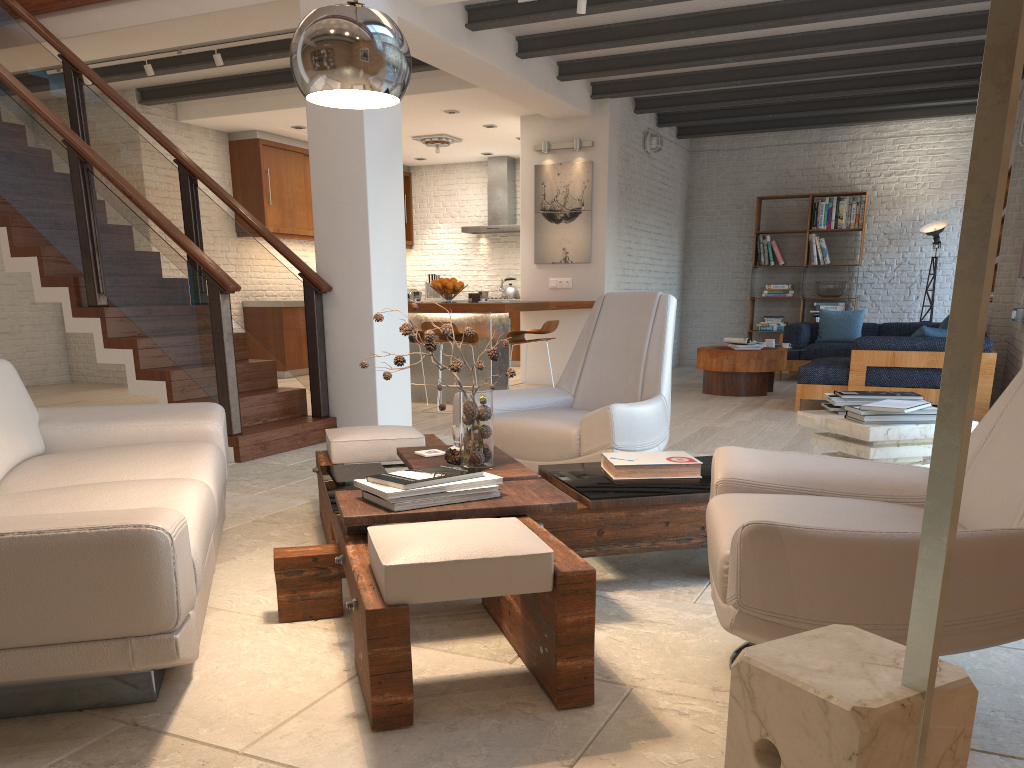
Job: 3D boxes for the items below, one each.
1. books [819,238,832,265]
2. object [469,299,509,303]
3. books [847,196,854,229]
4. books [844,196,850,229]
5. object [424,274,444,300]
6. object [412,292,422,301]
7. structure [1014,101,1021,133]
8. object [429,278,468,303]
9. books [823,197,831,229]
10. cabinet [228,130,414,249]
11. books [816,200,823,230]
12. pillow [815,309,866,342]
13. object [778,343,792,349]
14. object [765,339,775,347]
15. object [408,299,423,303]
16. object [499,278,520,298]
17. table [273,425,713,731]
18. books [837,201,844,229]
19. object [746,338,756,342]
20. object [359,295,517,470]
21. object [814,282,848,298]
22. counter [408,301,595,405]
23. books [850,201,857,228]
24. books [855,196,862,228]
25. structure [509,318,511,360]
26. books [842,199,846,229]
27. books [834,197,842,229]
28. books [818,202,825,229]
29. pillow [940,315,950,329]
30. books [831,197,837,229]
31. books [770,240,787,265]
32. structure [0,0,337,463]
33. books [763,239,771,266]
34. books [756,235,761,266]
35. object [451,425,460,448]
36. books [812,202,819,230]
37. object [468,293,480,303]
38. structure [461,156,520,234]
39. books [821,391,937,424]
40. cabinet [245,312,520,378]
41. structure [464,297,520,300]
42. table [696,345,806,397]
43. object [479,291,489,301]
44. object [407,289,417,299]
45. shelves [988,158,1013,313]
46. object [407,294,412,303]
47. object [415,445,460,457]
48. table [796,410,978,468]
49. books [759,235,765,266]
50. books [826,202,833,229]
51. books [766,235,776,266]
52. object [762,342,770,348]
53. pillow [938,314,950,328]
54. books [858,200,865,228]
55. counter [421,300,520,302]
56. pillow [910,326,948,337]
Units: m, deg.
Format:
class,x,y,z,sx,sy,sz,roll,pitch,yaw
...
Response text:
class,x,y,z,sx,sy,sz,roll,pitch,yaw
books,4.021,-1.696,11.180,0.157,0.342,0.246,6,14,25
object,-0.236,-0.751,7.850,0.392,0.036,0.193,3,7,28
books,4.255,-2.145,10.955,0.036,0.398,0.236,7,15,25
books,4.227,-2.148,10.981,0.036,0.398,0.236,7,15,25
object,-1.180,-1.462,13.125,0.319,0.390,0.064,5,16,24
object,-0.879,-0.810,8.080,0.091,0.088,0.088,4,11,22
structure,4.730,-2.517,8.376,0.199,0.227,0.791,5,8,25
object,-0.582,-0.865,8.030,0.365,0.230,0.351,-2,9,-9
books,3.997,-2.155,11.066,0.036,0.398,0.236,7,15,25
cabinet,-2.399,-2.487,11.682,0.458,1.205,3.247,7,9,25
books,3.925,-2.146,11.116,0.020,0.373,0.263,7,14,25
pillow,3.971,-0.700,10.538,0.552,0.425,0.216,4,14,23
object,2.948,-0.409,9.421,0.154,0.059,0.262,2,7,18
object,2.750,-0.423,9.305,0.106,0.112,0.106,9,14,40
object,-0.932,-0.780,8.153,0.285,0.036,0.199,3,7,25
object,-0.020,-1.356,12.273,0.258,0.286,0.257,-11,15,-42
table,0.147,0.476,3.186,1.966,0.445,2.135,-2,6,-14
books,4.154,-2.120,10.992,0.055,0.342,0.246,7,14,25
object,2.763,-0.474,9.883,0.191,0.094,0.183,-7,10,-39
object,-0.263,-0.002,3.075,0.542,0.631,0.304,-1,14,-4
object,4.123,-1.219,11.285,0.398,0.209,0.391,-4,9,-23
counter,-0.291,-0.351,8.781,1.675,0.954,2.425,4,8,25
books,4.294,-2.115,10.938,0.055,0.342,0.246,7,14,25
books,4.340,-2.141,10.916,0.036,0.398,0.236,7,15,25
structure,-0.230,-0.659,12.591,0.665,0.599,0.484,4,12,24
books,4.195,-2.134,10.985,0.020,0.373,0.263,7,14,25
books,4.118,-2.151,11.016,0.036,0.398,0.236,7,15,25
books,3.953,-2.129,11.089,0.055,0.342,0.246,7,14,25
pillow,4.227,-0.501,8.446,0.253,0.432,1.177,6,9,25
books,4.080,-2.151,11.022,0.036,0.398,0.236,7,15,25
books,3.500,-1.717,11.441,0.193,0.331,0.246,6,13,25
structure,-1.387,-1.772,6.352,10.092,4.297,13.460,3,8,25
books,3.370,-1.731,11.506,0.102,0.347,0.246,7,14,25
books,3.278,-1.757,11.512,0.090,0.399,0.236,7,15,25
object,-0.198,0.211,3.504,0.091,0.088,0.088,-3,11,-15
books,3.890,-2.134,11.137,0.055,0.342,0.246,7,14,25
object,-0.335,-0.784,7.932,0.093,0.085,0.111,-4,10,-20
structure,-0.174,-2.637,12.173,0.979,1.031,0.442,5,15,24
books,1.509,0.097,3.535,0.389,0.082,0.549,1,6,9
cabinet,-1.103,-1.635,11.722,4.775,2.945,2.183,-2,12,-10
structure,-0.201,-1.223,12.501,0.807,0.033,0.573,2,6,25
table,2.510,-0.181,9.414,1.067,0.463,1.783,4,8,31
object,-0.254,-0.785,7.812,0.090,0.088,0.089,9,14,39
object,-1.648,-1.369,13.317,0.342,0.165,0.243,3,10,25
shelves,4.910,-1.428,8.587,0.190,1.482,0.743,7,15,25
object,-0.945,-0.810,8.212,0.114,0.085,0.091,4,11,25
object,-0.248,0.255,3.449,0.271,0.036,0.240,-1,6,-3
table,1.535,0.385,3.666,0.494,0.523,0.477,-3,11,-15
books,3.315,-1.757,11.504,0.090,0.399,0.236,7,15,25
books,4.046,-2.127,11.067,0.055,0.342,0.246,7,14,25
books,3.407,-1.749,11.450,0.120,0.396,0.236,7,15,25
object,2.601,-0.405,9.050,0.146,0.058,0.169,2,7,14
pillow,4.811,-0.600,9.623,0.242,0.413,1.074,6,9,24
books,4.392,-2.113,10.918,0.055,0.342,0.246,7,14,25
counter,-1.005,-1.059,11.438,3.501,0.072,3.238,3,6,25
pillow,3.562,-0.332,7.333,0.563,0.341,0.364,-2,11,-14
